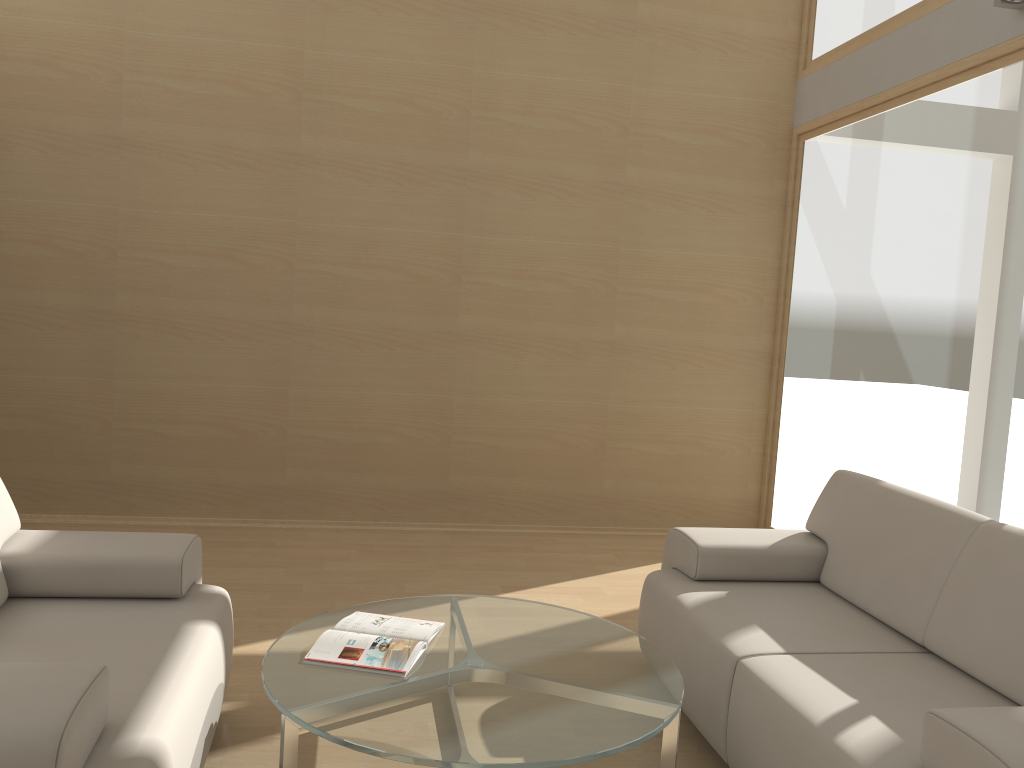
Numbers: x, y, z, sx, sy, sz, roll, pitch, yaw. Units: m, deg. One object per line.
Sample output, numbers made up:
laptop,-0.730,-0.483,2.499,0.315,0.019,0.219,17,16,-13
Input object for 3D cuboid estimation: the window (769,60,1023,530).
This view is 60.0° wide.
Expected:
window,2.003,-0.196,4.524,0.020,2.500,2.525,3,4,-10

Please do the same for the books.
books,-0.399,0.759,2.666,0.297,0.037,0.440,4,4,10

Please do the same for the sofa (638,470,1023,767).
sofa,1.214,0.822,2.730,1.168,0.846,2.093,3,4,-10

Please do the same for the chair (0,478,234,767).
chair,-1.376,0.689,2.284,1.165,0.846,1.562,3,4,-10

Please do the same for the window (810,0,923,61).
window,2.186,-3.031,4.305,0.020,2.200,2.525,3,4,-10

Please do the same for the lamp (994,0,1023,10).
lamp,2.109,-1.611,3.591,0.182,0.080,0.360,3,4,-10

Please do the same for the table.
table,-0.119,0.987,2.599,1.198,0.370,1.198,4,4,7
